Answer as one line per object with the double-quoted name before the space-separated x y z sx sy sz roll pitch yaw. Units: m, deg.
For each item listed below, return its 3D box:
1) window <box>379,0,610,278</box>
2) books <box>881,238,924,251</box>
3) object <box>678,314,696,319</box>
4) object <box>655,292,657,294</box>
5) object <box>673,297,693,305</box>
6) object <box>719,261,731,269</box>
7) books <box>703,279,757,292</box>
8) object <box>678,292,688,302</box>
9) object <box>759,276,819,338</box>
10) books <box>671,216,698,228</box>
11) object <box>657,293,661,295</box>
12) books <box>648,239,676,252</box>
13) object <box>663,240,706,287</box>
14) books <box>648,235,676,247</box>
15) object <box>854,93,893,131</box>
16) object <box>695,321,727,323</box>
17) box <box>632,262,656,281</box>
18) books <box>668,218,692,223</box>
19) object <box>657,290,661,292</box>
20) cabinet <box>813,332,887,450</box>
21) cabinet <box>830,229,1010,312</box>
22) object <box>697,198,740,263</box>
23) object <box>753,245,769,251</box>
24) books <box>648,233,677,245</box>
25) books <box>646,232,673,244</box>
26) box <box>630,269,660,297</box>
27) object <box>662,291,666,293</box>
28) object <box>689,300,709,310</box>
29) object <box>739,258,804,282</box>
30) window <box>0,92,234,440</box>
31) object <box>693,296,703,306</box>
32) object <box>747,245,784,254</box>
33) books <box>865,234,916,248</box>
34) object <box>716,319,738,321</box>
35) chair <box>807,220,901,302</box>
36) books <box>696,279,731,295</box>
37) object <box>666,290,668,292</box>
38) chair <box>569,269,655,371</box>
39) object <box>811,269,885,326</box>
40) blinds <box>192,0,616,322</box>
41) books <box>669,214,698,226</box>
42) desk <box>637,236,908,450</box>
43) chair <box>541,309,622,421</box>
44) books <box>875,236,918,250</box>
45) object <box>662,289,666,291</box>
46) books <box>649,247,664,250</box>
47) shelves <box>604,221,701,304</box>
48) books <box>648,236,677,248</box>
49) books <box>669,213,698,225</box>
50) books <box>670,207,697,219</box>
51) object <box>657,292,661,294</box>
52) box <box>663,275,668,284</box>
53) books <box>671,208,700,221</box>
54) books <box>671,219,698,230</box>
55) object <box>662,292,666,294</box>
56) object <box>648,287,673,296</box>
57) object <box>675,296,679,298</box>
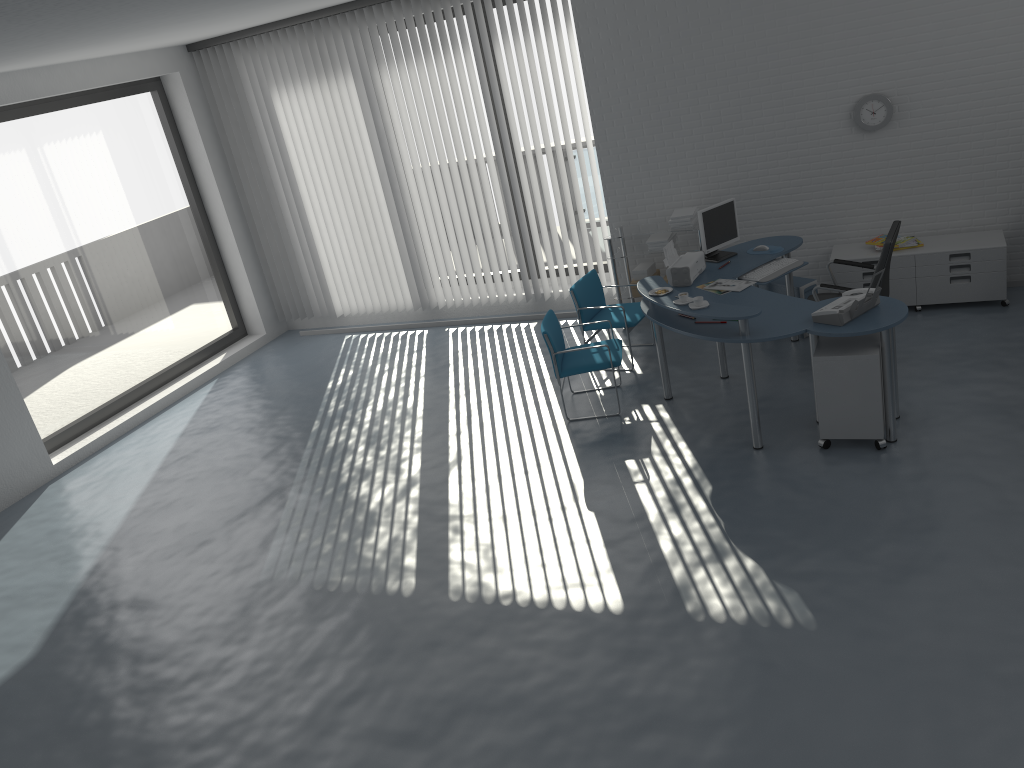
"window" -0.581 -2.331 9.044 3.635 2.562 0.008 -2 24 25
"books" 3.054 -1.096 6.988 0.300 0.020 0.210 -8 22 11
"object" 1.123 -0.436 5.703 0.013 0.013 0.178 -22 23 -22
"object" 0.952 -0.601 5.827 0.025 0.005 0.027 -23 24 -24
"object" 1.077 -0.517 5.547 0.119 0.016 0.119 -23 24 -23
"object" 1.567 -0.876 6.541 0.013 0.013 0.178 8 29 41
"books" 1.496 -0.679 6.101 0.200 0.010 0.300 -29 27 -35
"object" 1.074 -0.542 5.545 0.062 0.049 0.078 -6 23 16
"object" 2.211 -0.628 7.075 0.199 0.422 0.471 -24 24 -25
"books" 1.474 -1.384 7.562 0.190 0.015 0.270 -3 23 23
"object" 0.960 -0.592 5.800 0.027 0.005 0.025 -13 22 -1
"books" 1.312 -1.208 7.740 0.190 0.015 0.270 -3 24 24
"object" 1.240 -0.890 6.406 0.197 0.273 0.392 0 25 30
"books" 1.308 -1.248 7.718 0.190 0.015 0.270 -3 24 24
"object" 2.797 -2.102 6.860 0.279 0.277 0.041 -2 24 25
"object" 1.238 -0.384 5.516 0.200 0.010 0.011 3 26 34
"box" 1.175 -1.001 7.868 0.139 0.090 0.234 0 25 30
"books" 1.457 -1.423 7.545 0.190 0.015 0.270 -1 25 28
"object" 0.968 -0.609 5.825 0.025 0.005 0.027 0 25 30
"cabinet" 2.057 0.007 5.349 0.383 0.605 0.559 -1 24 27
"cabinet" 3.207 -0.869 7.028 1.259 0.484 0.447 -2 24 25
"object" 1.528 -1.153 6.696 0.365 0.417 0.212 -24 24 -27
"object" 1.883 -1.030 6.704 0.115 0.035 0.054 3 26 34
"books" 1.307 -1.265 7.719 0.190 0.015 0.270 -1 24 27
"books" 1.283 -1.272 7.709 0.190 0.015 0.270 -3 23 23
"box" 1.197 -0.900 7.909 0.207 0.133 0.347 -4 23 21
"object" 0.992 -0.604 5.800 0.025 0.005 0.027 -6 23 17
"object" 1.143 -0.480 5.418 0.119 0.016 0.119 -11 22 6
"object" 1.875 -0.831 6.424 0.478 0.028 0.276 -26 25 -29
"window" -3.938 -1.210 8.411 0.008 2.691 2.824 -2 24 25
"object" 1.143 -0.505 5.414 0.062 0.049 0.078 10 31 44
"object" 1.916 -1.024 6.694 0.285 0.026 0.213 5 27 37
"books" 2.988 -1.130 7.002 0.210 0.020 0.300 -24 24 -26
"object" 1.340 -0.401 5.502 0.200 0.010 0.011 8 29 41
"chair" 2.352 -0.586 6.177 0.652 0.948 0.584 0 25 30
"books" 1.436 -0.671 6.120 0.200 0.005 0.300 -20 23 -17
"object" 1.012 -0.609 5.812 0.025 0.005 0.027 -15 22 -5
"chair" 0.840 -0.539 7.242 0.543 0.707 0.542 0 25 30
"object" 1.962 -0.540 5.128 0.405 0.280 0.399 -26 25 -30
"blinds" -1.121 -2.141 8.795 4.001 2.955 0.158 -2 24 25
"books" 1.462 -1.396 7.558 0.190 0.015 0.270 -1 24 27
"desk" 1.631 -0.361 6.091 1.402 0.900 2.282 -12 22 3
"chair" 0.543 -0.174 6.508 0.543 0.707 0.542 -8 22 11
"books" 3.021 -1.110 6.986 0.300 0.020 0.210 -4 23 21
"object" 0.999 -0.617 5.828 0.027 0.005 0.025 -19 22 -15
"books" 1.309 -1.222 7.734 0.190 0.015 0.270 -4 23 22
"shelves" 1.357 -0.973 7.827 0.896 0.848 0.441 -2 24 26
"books" 1.315 -1.237 7.728 0.190 0.015 0.270 -2 24 26
"books" 1.462 -1.412 7.557 0.190 0.015 0.270 -2 24 25
"books" 1.459 -1.452 7.535 0.190 0.015 0.270 -4 23 21
"object" 0.962 -0.596 5.797 0.027 0.005 0.025 -10 22 7
"box" 1.463 -0.909 7.783 0.207 0.133 0.347 -2 24 26
"books" 1.475 -1.443 7.543 0.190 0.015 0.270 -2 24 25
"books" 1.477 -1.371 7.568 0.190 0.015 0.270 -2 24 25
"object" 0.991 -0.595 5.789 0.027 0.005 0.025 -7 22 15
"object" 0.976 -0.605 5.819 0.162 0.011 0.162 -21 23 -19
"object" 1.065 -0.554 5.635 0.025 0.021 0.119 -19 22 -15
